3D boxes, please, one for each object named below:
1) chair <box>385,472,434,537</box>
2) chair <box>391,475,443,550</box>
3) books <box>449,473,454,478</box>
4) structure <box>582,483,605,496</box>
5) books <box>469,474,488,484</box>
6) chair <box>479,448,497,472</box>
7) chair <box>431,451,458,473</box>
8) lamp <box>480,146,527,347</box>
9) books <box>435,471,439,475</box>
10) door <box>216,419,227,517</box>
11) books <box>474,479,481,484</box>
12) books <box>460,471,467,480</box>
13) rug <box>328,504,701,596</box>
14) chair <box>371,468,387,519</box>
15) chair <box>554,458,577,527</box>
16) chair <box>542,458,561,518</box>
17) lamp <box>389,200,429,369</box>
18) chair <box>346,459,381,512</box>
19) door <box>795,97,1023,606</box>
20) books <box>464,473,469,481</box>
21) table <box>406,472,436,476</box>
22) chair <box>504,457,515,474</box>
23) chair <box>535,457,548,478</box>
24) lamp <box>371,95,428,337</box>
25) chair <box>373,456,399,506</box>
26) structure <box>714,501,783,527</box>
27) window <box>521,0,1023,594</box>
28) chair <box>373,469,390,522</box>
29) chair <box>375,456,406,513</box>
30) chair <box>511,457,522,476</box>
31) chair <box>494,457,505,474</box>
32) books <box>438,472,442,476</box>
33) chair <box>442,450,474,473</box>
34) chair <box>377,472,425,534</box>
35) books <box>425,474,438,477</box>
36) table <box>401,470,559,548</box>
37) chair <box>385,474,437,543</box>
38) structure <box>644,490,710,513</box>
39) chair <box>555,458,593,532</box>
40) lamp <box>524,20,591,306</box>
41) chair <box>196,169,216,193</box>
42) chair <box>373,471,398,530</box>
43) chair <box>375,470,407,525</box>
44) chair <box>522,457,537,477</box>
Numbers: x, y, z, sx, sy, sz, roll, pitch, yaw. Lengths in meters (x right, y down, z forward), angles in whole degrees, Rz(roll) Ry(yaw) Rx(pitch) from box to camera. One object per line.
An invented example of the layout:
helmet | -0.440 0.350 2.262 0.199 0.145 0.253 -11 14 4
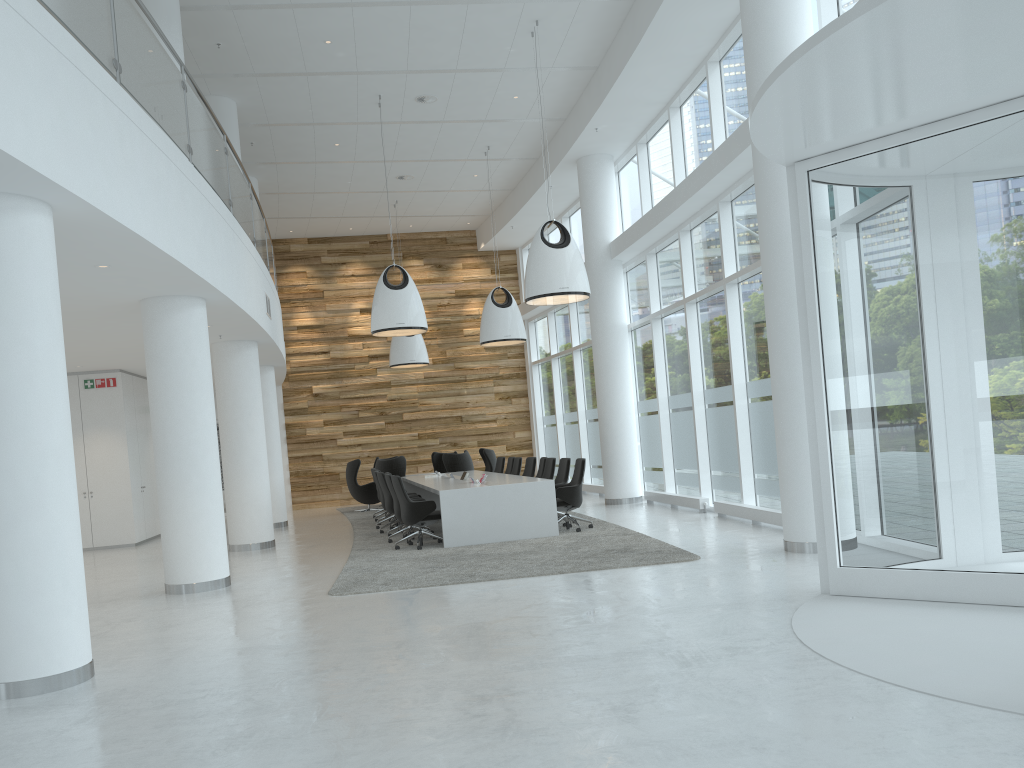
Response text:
chair | -1.552 1.779 13.224 0.673 0.966 0.686 -5 -1 -12
chair | -1.230 1.651 11.565 0.673 0.966 0.687 -5 -1 -17
books | -0.985 1.631 15.075 0.153 0.238 0.191 -5 -1 -12
structure | 1.831 2.166 17.997 0.150 0.213 2.695 -5 -3 -13
books | -0.477 1.456 12.850 0.231 0.275 0.597 -5 -3 9
chair | -0.775 2.021 19.843 0.915 1.152 0.916 -4 -1 -21
chair | -1.618 2.144 20.681 0.914 1.152 0.917 -5 -1 9
lamp | -0.312 -2.567 16.465 0.886 3.648 0.881 -5 0 32
books | -1.401 1.792 17.131 0.152 0.241 0.183 -5 -1 -11
door | -6.573 2.014 21.843 1.803 2.402 0.132 -5 0 -9
books | -0.440 1.432 12.353 0.143 0.226 0.204 -5 -1 -13
books | -0.823 1.575 14.744 0.139 0.229 0.357 -5 -2 -12
rug | -0.982 2.319 14.858 3.934 0.010 13.477 -4 -4 -11
chair | -2.371 2.080 17.053 0.673 0.966 0.686 -5 -1 -7
chair | 0.574 1.574 12.836 0.673 0.966 0.686 -5 -1 -12
chair | 0.403 1.637 13.637 0.673 0.966 0.686 -5 -1 -12
lamp | -2.410 -2.204 19.516 0.886 3.648 0.882 -5 0 27
chair | -3.135 2.192 19.341 0.915 1.152 0.916 -4 -1 -21
door | 3.693 -0.248 4.988 2.995 3.110 3.000 -5 -1 -2
books | -0.809 1.594 14.767 0.158 0.241 0.353 -5 -2 -12
table | -1.979 2.331 19.562 0.800 0.696 0.799 -5 -2 13
chair | -0.204 1.873 16.674 0.673 0.966 0.686 -5 -1 -12
chair | 0.314 1.691 14.396 0.673 0.966 0.686 -5 -1 -7
lamp | -1.888 -2.602 13.680 0.886 3.648 0.881 -5 0 34
chair | -2.757 2.227 20.449 0.920 1.152 0.911 -6 -1 38
structure | 3.045 1.638 10.998 0.150 0.213 2.694 -5 -3 -7
window | -18.549 0.772 15.592 63.067 6.140 30.773 -7 -4 28
chair | -2.214 2.019 16.255 0.673 0.966 0.686 -5 -1 -12
chair | -2.385 2.076 18.482 0.914 1.152 0.917 -5 -1 9
chair | -0.087 1.814 15.867 0.673 0.966 0.686 -5 -1 -12
chair | -0.409 1.942 17.526 0.673 0.966 0.687 -5 -1 -17
books | -1.328 1.774 16.800 0.139 0.223 0.162 -5 -1 -11
chair | -1.223 1.990 18.689 0.920 1.152 0.911 -6 -1 38
chair | -1.779 1.841 13.929 0.673 0.966 0.687 -5 -1 -17
books | -1.504 1.706 16.488 0.224 0.026 0.264 -5 -3 -2
table | -0.796 1.913 14.553 1.498 0.739 6.571 -4 -3 -12
chair | -1.435 1.720 12.417 0.673 0.966 0.686 -5 -1 -12
structure | 2.598 1.867 14.143 0.150 0.213 2.695 -5 -3 -10
chair | 0.732 1.512 12.038 0.673 0.966 0.686 -5 -1 -7
lamp | 0.450 -2.921 11.695 0.886 3.648 0.881 -5 0 34
chair | -3.992 -2.269 10.539 0.912 1.152 0.919 -4 -1 -21
chair | -1.953 1.902 14.695 0.673 0.966 0.686 -5 -1 -7
chair | -2.042 1.955 15.454 0.673 0.966 0.686 -5 -1 -12
chair | 0.140 1.752 15.162 0.673 0.966 0.687 -5 -1 -17
